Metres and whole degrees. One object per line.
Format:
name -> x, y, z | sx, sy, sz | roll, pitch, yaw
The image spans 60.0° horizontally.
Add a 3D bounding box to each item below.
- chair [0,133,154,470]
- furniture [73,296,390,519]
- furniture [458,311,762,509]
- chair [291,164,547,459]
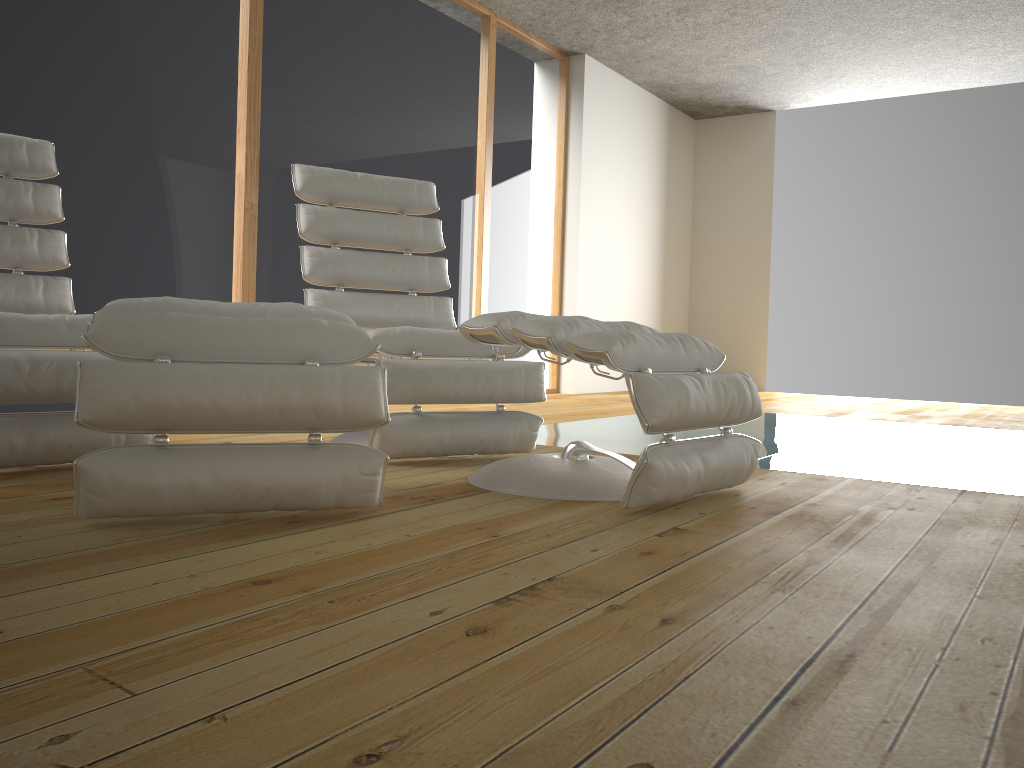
chair -> -1.425, -0.287, 2.446 | 0.914, 0.968, 0.569 | 4, 2, 43
furniture -> -0.623, 0.027, 1.962 | 0.569, 0.439, 0.687 | 1, 2, -21
furniture -> 0.217, 0.040, 2.262 | 0.686, 0.439, 0.569 | 4, 3, 40
chair -> -0.344, -0.276, 2.954 | 0.569, 0.968, 0.915 | 1, 2, -32
